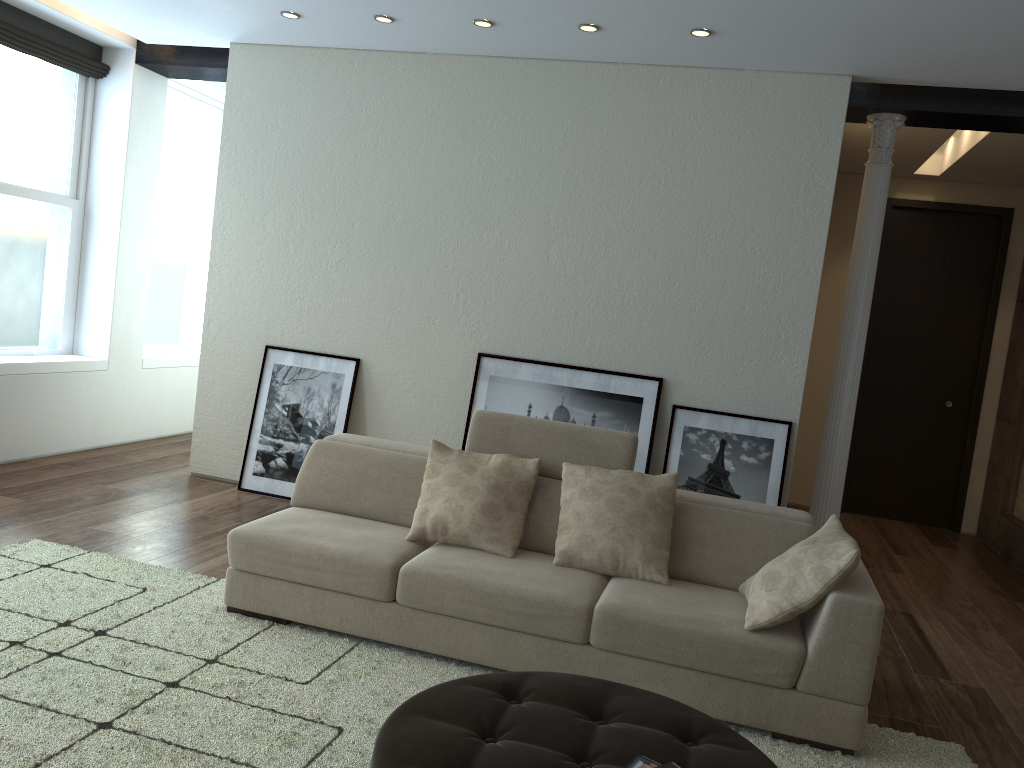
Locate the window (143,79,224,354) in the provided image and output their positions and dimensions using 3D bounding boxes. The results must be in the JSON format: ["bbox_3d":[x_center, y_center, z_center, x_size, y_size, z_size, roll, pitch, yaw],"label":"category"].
[{"bbox_3d":[-2.983,-1.391,7.788,0.123,2.400,1.373,8,5,14],"label":"window"}]

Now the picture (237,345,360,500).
[{"bbox_3d":[-1.432,0.275,5.942,0.700,0.988,0.195,8,5,14],"label":"picture"}]

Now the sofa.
[{"bbox_3d":[0.175,0.670,3.864,2.581,0.950,1.021,8,5,14],"label":"sofa"}]

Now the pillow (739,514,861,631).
[{"bbox_3d":[1.104,0.717,3.388,0.395,0.393,0.518,8,5,11],"label":"pillow"}]

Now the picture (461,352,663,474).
[{"bbox_3d":[0.257,0.450,5.489,1.183,1.140,0.225,8,5,14],"label":"picture"}]

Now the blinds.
[{"bbox_3d":[-3.267,-2.351,5.884,0.156,0.275,1.563,8,5,14],"label":"blinds"}]

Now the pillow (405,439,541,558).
[{"bbox_3d":[-0.165,0.500,3.946,0.519,0.416,0.368,8,5,10],"label":"pillow"}]

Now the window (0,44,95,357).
[{"bbox_3d":[-3.460,-1.303,5.985,0.123,2.400,1.563,8,5,14],"label":"window"}]

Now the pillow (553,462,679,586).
[{"bbox_3d":[0.439,0.577,3.804,0.534,0.439,0.301,8,5,11],"label":"pillow"}]

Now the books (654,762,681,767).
[{"bbox_3d":[0.346,0.941,1.985,0.301,0.040,0.220,3,6,-41],"label":"books"}]

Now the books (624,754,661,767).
[{"bbox_3d":[0.328,0.944,2.005,0.219,0.031,0.300,10,5,29],"label":"books"}]

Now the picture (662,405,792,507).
[{"bbox_3d":[1.229,0.666,5.256,0.700,0.988,0.195,8,5,14],"label":"picture"}]

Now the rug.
[{"bbox_3d":[-0.712,1.147,2.431,4.231,0.020,2.972,8,5,14],"label":"rug"}]

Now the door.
[{"bbox_3d":[3.602,-0.169,7.834,1.037,2.814,0.246,8,5,14],"label":"door"}]

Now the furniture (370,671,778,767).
[{"bbox_3d":[0.163,1.085,2.221,1.057,0.355,1.057,9,5,16],"label":"furniture"}]
